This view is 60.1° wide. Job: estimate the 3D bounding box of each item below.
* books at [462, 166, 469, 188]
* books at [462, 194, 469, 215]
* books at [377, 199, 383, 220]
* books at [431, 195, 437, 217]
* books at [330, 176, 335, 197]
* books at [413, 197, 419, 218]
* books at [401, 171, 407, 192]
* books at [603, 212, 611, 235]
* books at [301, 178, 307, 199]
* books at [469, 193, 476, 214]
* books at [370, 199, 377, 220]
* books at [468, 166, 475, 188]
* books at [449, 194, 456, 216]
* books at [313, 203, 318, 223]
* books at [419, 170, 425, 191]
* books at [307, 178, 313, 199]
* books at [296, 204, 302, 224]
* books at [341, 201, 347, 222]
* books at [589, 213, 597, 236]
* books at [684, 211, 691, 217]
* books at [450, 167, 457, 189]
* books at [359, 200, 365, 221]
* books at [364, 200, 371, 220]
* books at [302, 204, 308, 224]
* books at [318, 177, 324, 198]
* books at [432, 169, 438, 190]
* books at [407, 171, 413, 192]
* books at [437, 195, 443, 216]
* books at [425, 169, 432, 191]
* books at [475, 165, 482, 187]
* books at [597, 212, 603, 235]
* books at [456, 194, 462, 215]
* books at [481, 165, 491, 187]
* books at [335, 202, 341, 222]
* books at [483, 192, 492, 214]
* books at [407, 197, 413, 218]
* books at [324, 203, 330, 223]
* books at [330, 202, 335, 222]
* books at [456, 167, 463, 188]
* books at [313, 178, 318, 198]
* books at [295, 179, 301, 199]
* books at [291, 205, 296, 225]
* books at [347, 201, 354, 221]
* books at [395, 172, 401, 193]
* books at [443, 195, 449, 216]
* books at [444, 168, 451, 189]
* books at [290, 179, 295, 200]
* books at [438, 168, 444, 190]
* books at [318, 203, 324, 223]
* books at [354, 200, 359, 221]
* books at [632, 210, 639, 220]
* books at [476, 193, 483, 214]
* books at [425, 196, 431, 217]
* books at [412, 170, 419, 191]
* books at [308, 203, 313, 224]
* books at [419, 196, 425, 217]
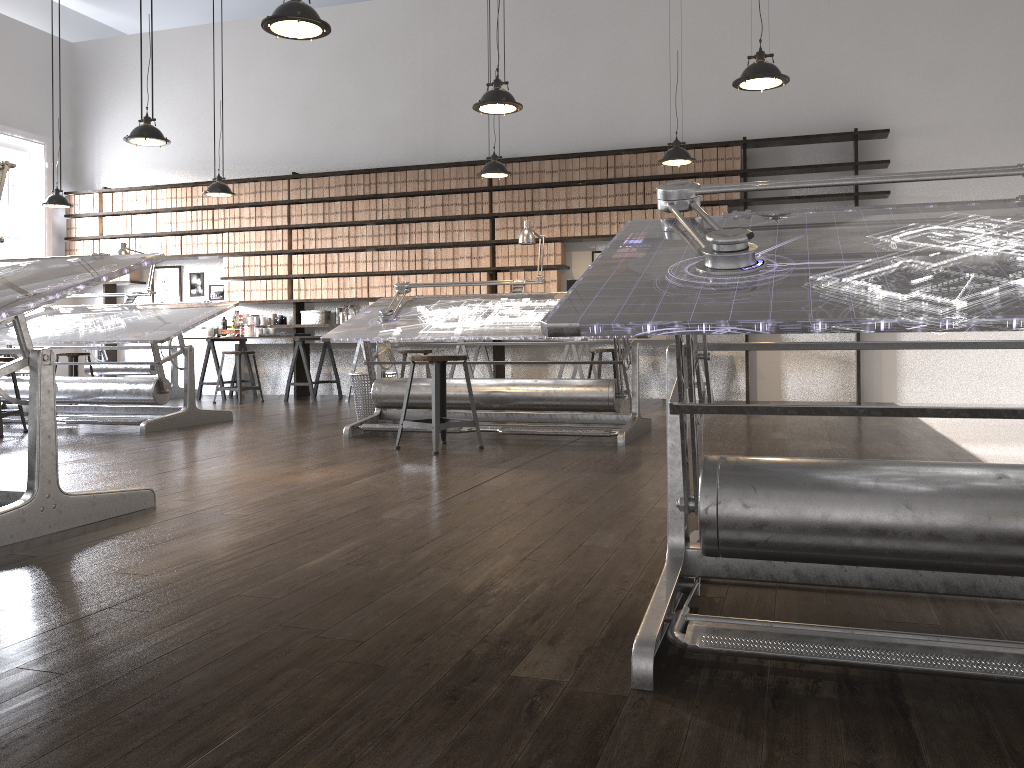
[{"bbox_3d":[-0.454,-2.122,9.157,0.067,0.226,0.174,-1,1,18],"label":"books"},{"bbox_3d":[-0.454,-1.845,9.164,0.066,0.225,0.174,-1,1,18],"label":"books"},{"bbox_3d":[-1.376,-1.850,9.459,0.066,0.225,0.174,-1,1,18],"label":"books"},{"bbox_3d":[-0.784,-1.847,9.269,0.066,0.225,0.174,-1,1,18],"label":"books"},{"bbox_3d":[-1.910,-2.130,9.632,0.066,0.225,0.174,-1,1,18],"label":"books"},{"bbox_3d":[-0.980,-1.848,9.333,0.066,0.225,0.174,-1,1,18],"label":"books"},{"bbox_3d":[-1.113,-2.126,9.376,0.066,0.225,0.174,-1,1,18],"label":"books"},{"bbox_3d":[0.946,-1.568,8.704,0.066,0.225,0.174,-1,1,18],"label":"books"},{"bbox_3d":[-2.248,-2.132,9.737,0.066,0.225,0.174,-1,1,18],"label":"books"},{"bbox_3d":[-0.384,-1.844,9.136,0.067,0.226,0.174,-1,1,18],"label":"books"},{"bbox_3d":[-1.446,-1.850,9.478,0.066,0.225,0.174,-1,1,18],"label":"books"},{"bbox_3d":[-0.388,-2.122,9.142,0.066,0.225,0.174,-1,1,18],"label":"books"},{"bbox_3d":[-0.589,-1.846,9.207,0.066,0.225,0.174,-1,1,18],"label":"books"},{"bbox_3d":[-2.108,-1.855,9.697,0.066,0.225,0.174,-1,1,18],"label":"books"},{"bbox_3d":[-0.915,-2.125,9.306,0.066,0.225,0.174,-1,1,18],"label":"books"},{"bbox_3d":[-2.178,-2.132,9.718,0.066,0.225,0.174,-1,1,18],"label":"books"},{"bbox_3d":[-2.304,-1.856,9.761,0.066,0.225,0.174,-1,1,18],"label":"books"},{"bbox_3d":[-1.778,-1.853,9.592,0.066,0.225,0.174,-1,1,18],"label":"books"},{"bbox_3d":[0.813,-1.569,8.748,0.067,0.226,0.174,-1,1,18],"label":"books"},{"bbox_3d":[1.686,-1.563,8.468,0.066,0.225,0.174,-1,1,18],"label":"books"},{"bbox_3d":[-0.576,-2.123,9.200,0.066,0.225,0.174,-1,1,18],"label":"books"},{"bbox_3d":[-1.574,-1.851,9.524,0.066,0.225,0.174,-1,1,18],"label":"books"},{"bbox_3d":[-1.515,-1.851,9.500,0.067,0.226,0.174,-1,1,18],"label":"books"},{"bbox_3d":[-2.238,-1.855,9.736,0.067,0.226,0.174,-1,1,18],"label":"books"},{"bbox_3d":[-2.045,-2.131,9.677,0.066,0.225,0.174,-1,1,18],"label":"books"},{"bbox_3d":[-0.777,-2.124,9.269,0.066,0.225,0.174,-1,1,18],"label":"books"},{"bbox_3d":[-1.042,-2.126,9.352,0.066,0.225,0.174,-1,1,18],"label":"books"},{"bbox_3d":[-0.722,-1.846,9.244,0.067,0.226,0.174,-1,1,18],"label":"books"},{"bbox_3d":[-0.845,-2.124,9.287,0.066,0.225,0.174,-1,1,18],"label":"books"},{"bbox_3d":[-0.320,-2.121,9.120,0.066,0.225,0.174,-1,1,18],"label":"books"},{"bbox_3d":[0.885,-1.568,8.731,0.066,0.225,0.174,-1,1,18],"label":"books"},{"bbox_3d":[-0.523,-1.845,9.181,0.066,0.225,0.174,-1,1,18],"label":"books"},{"bbox_3d":[-0.254,-2.121,9.095,0.066,0.225,0.174,-1,1,18],"label":"books"},{"bbox_3d":[-1.847,-1.853,9.610,0.066,0.225,0.174,-1,1,18],"label":"books"},{"bbox_3d":[-0.240,-1.844,9.093,0.066,0.225,0.174,-1,1,18],"label":"books"},{"bbox_3d":[-1.046,-1.848,9.356,0.066,0.225,0.174,-1,1,18],"label":"books"},{"bbox_3d":[-1.980,-1.854,9.657,0.066,0.225,0.174,-1,1,18],"label":"books"},{"bbox_3d":[-1.913,-1.853,9.635,0.066,0.225,0.174,-1,1,18],"label":"books"},{"bbox_3d":[-0.516,-2.123,9.182,0.066,0.225,0.174,-1,1,18],"label":"books"},{"bbox_3d":[-2.111,-2.132,9.701,0.066,0.225,0.174,-1,1,18],"label":"books"},{"bbox_3d":[-2.317,-2.133,9.760,0.067,0.226,0.174,-1,1,18],"label":"books"},{"bbox_3d":[-2.370,-1.856,9.784,0.066,0.225,0.174,-1,1,18],"label":"books"},{"bbox_3d":[-1.708,-1.852,9.564,0.067,0.226,0.174,-1,1,18],"label":"books"},{"bbox_3d":[-1.179,-2.126,9.399,0.066,0.225,0.174,-1,1,18],"label":"books"},{"bbox_3d":[-0.656,-1.846,9.229,0.066,0.225,0.174,-1,1,18],"label":"books"},{"bbox_3d":[-0.646,-2.123,9.221,0.067,0.226,0.174,-1,1,18],"label":"books"},{"bbox_3d":[-2.376,-2.133,9.783,0.066,0.225,0.174,-1,1,18],"label":"books"},{"bbox_3d":[-0.711,-2.124,9.246,0.066,0.225,0.174,-1,1,18],"label":"books"},{"bbox_3d":[-2.046,-1.854,9.672,0.067,0.226,0.174,-1,1,18],"label":"books"},{"bbox_3d":[-1.636,-1.852,9.546,0.066,0.225,0.174,-1,1,18],"label":"books"},{"bbox_3d":[1.220,-1.566,8.620,0.066,0.225,0.174,-1,1,18],"label":"books"},{"bbox_3d":[-0.312,-1.844,9.118,0.066,0.225,0.174,-1,1,18],"label":"books"},{"bbox_3d":[-0.845,-1.847,9.287,0.066,0.225,0.174,-1,1,18],"label":"books"},{"bbox_3d":[-0.983,-2.125,9.328,0.067,0.226,0.174,-1,1,18],"label":"books"},{"bbox_3d":[-2.169,-1.855,9.715,0.066,0.225,0.174,-1,1,18],"label":"books"},{"bbox_3d":[-0.914,-1.847,9.307,0.067,0.226,0.174,-1,1,18],"label":"books"}]
